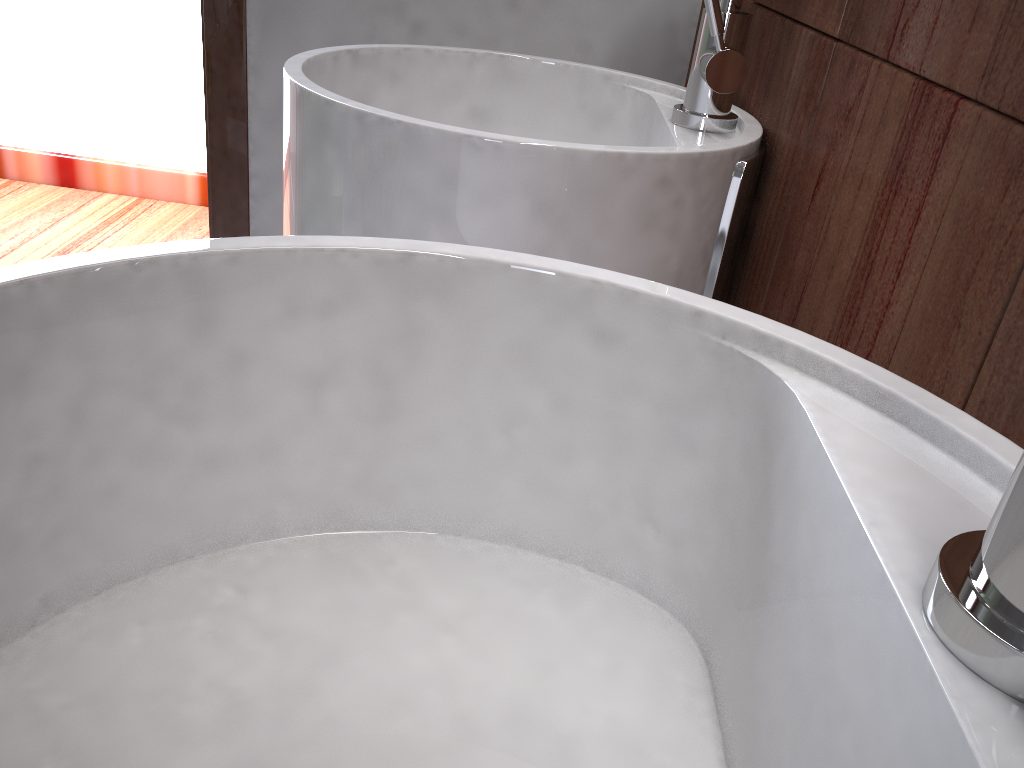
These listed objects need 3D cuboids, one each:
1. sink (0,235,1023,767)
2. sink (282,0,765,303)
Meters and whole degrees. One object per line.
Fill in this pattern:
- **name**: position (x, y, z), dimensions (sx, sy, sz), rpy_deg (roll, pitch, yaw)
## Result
- **sink**: position (-0.027, 0.085, 0.250), dimensions (0.417, 0.715, 0.415), rpy_deg (8, 28, -1)
- **sink**: position (0.007, -0.209, 0.808), dimensions (0.417, 0.715, 0.415), rpy_deg (8, 28, -1)
